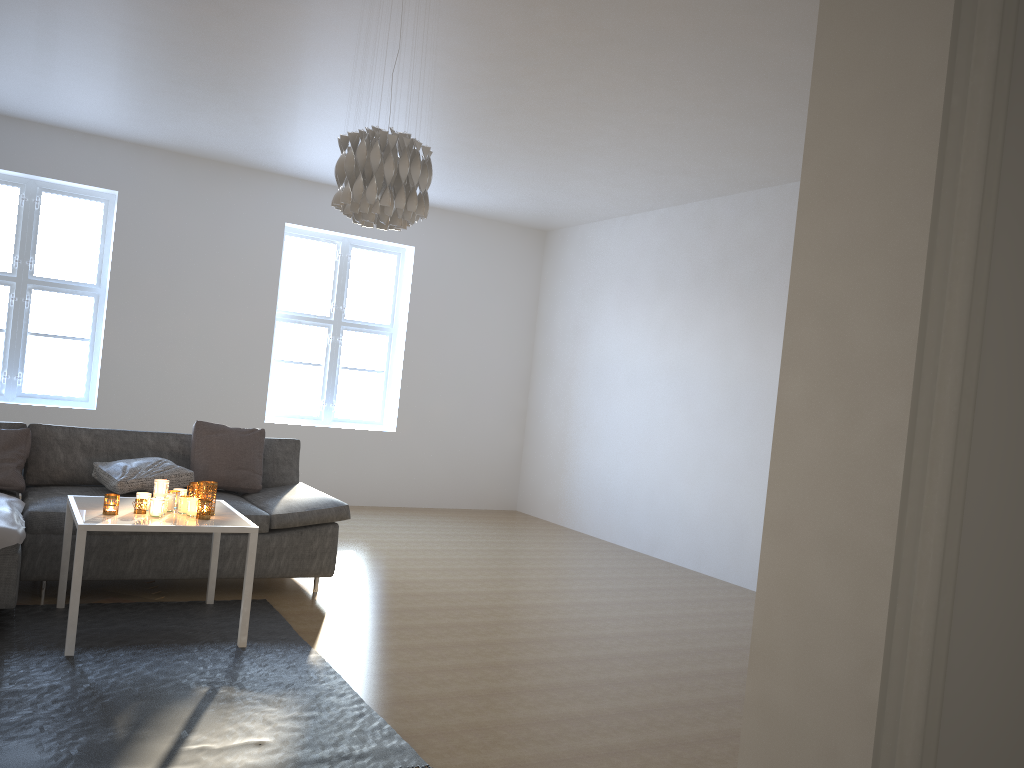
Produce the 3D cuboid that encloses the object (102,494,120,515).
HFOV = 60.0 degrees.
[{"bbox_3d":[-1.631,0.490,3.609,0.060,0.079,0.060,6,0,-35],"label":"object"}]

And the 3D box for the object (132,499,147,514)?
[{"bbox_3d":[-1.548,0.510,3.696,0.052,0.058,0.050,6,0,30],"label":"object"}]

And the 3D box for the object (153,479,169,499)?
[{"bbox_3d":[-1.464,0.438,3.698,0.060,0.073,0.060,6,0,-14],"label":"object"}]

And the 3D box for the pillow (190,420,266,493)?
[{"bbox_3d":[-1.626,0.420,5.081,0.426,0.390,0.242,6,0,-29],"label":"pillow"}]

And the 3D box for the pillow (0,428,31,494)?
[{"bbox_3d":[-2.649,0.370,4.437,0.415,0.311,0.336,6,0,-24],"label":"pillow"}]

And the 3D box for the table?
[{"bbox_3d":[-1.540,0.795,3.809,0.675,0.504,0.714,6,0,-30],"label":"table"}]

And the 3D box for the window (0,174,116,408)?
[{"bbox_3d":[-3.785,-0.717,6.807,1.201,1.710,0.077,6,0,-30],"label":"window"}]

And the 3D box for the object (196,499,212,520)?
[{"bbox_3d":[-1.294,0.527,3.728,0.060,0.079,0.060,6,0,-39],"label":"object"}]

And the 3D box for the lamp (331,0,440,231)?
[{"bbox_3d":[-0.436,-1.112,3.269,0.354,1.065,0.354,6,0,13],"label":"lamp"}]

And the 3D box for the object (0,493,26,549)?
[{"bbox_3d":[-2.468,0.695,3.651,0.812,0.437,0.725,6,0,-31],"label":"object"}]

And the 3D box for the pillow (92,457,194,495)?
[{"bbox_3d":[-1.940,0.491,4.673,0.405,0.194,0.405,6,0,-43],"label":"pillow"}]

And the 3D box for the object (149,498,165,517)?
[{"bbox_3d":[-1.468,0.511,3.667,0.060,0.073,0.060,6,0,40],"label":"object"}]

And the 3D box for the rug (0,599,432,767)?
[{"bbox_3d":[-1.581,1.026,3.045,2.016,0.055,2.110,6,-1,-30],"label":"rug"}]

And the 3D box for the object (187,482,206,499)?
[{"bbox_3d":[-1.429,0.502,4.024,0.080,0.104,0.080,6,0,-39],"label":"object"}]

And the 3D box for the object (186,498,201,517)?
[{"bbox_3d":[-1.353,0.524,3.767,0.060,0.073,0.060,6,0,-41],"label":"object"}]

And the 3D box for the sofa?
[{"bbox_3d":[-2.148,0.628,4.331,2.634,0.772,1.554,6,0,-30],"label":"sofa"}]

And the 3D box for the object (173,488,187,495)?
[{"bbox_3d":[-1.496,0.511,3.989,0.060,0.073,0.060,6,0,22],"label":"object"}]

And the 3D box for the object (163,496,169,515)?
[{"bbox_3d":[-1.478,0.510,3.733,0.060,0.073,0.060,6,0,40],"label":"object"}]

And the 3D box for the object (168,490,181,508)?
[{"bbox_3d":[-1.497,0.510,3.922,0.060,0.073,0.060,6,0,-5],"label":"object"}]

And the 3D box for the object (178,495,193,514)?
[{"bbox_3d":[-1.404,0.519,3.808,0.060,0.073,0.060,6,0,-41],"label":"object"}]

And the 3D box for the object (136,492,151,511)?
[{"bbox_3d":[-1.568,0.501,3.770,0.060,0.073,0.060,6,0,-5],"label":"object"}]

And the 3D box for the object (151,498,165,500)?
[{"bbox_3d":[-1.468,0.508,3.667,0.056,0.066,0.056,6,0,22],"label":"object"}]

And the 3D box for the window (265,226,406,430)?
[{"bbox_3d":[-1.616,-0.477,8.049,1.201,1.710,0.077,6,0,-30],"label":"window"}]

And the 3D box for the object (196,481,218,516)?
[{"bbox_3d":[-1.321,0.494,3.834,0.090,0.140,0.087,6,0,31],"label":"object"}]

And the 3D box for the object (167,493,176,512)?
[{"bbox_3d":[-1.480,0.511,3.812,0.060,0.073,0.060,6,0,16],"label":"object"}]
